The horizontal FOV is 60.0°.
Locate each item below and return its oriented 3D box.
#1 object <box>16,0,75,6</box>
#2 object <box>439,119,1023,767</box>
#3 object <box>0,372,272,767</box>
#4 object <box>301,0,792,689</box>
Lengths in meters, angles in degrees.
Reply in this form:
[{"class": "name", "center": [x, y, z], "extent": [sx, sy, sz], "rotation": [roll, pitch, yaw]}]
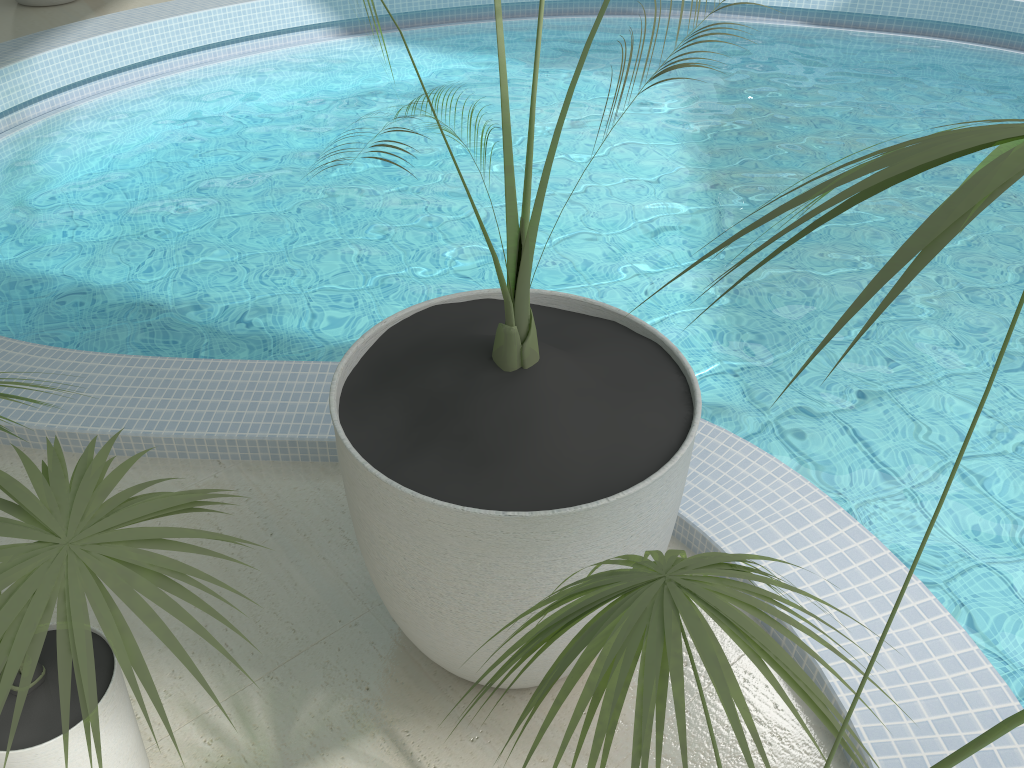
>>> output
[{"class": "object", "center": [-2.994, -3.883, 5.260], "extent": [2.729, 2.960, 2.979], "rotation": [-9, 38, -13]}, {"class": "object", "center": [0.348, 0.387, 0.753], "extent": [0.791, 1.695, 1.059], "rotation": [-5, 38, -8]}, {"class": "object", "center": [-0.858, 0.087, 1.121], "extent": [1.059, 1.695, 0.791], "rotation": [27, 44, 30]}, {"class": "object", "center": [0.034, -0.556, 0.936], "extent": [2.979, 2.960, 2.729], "rotation": [14, 39, 16]}]
